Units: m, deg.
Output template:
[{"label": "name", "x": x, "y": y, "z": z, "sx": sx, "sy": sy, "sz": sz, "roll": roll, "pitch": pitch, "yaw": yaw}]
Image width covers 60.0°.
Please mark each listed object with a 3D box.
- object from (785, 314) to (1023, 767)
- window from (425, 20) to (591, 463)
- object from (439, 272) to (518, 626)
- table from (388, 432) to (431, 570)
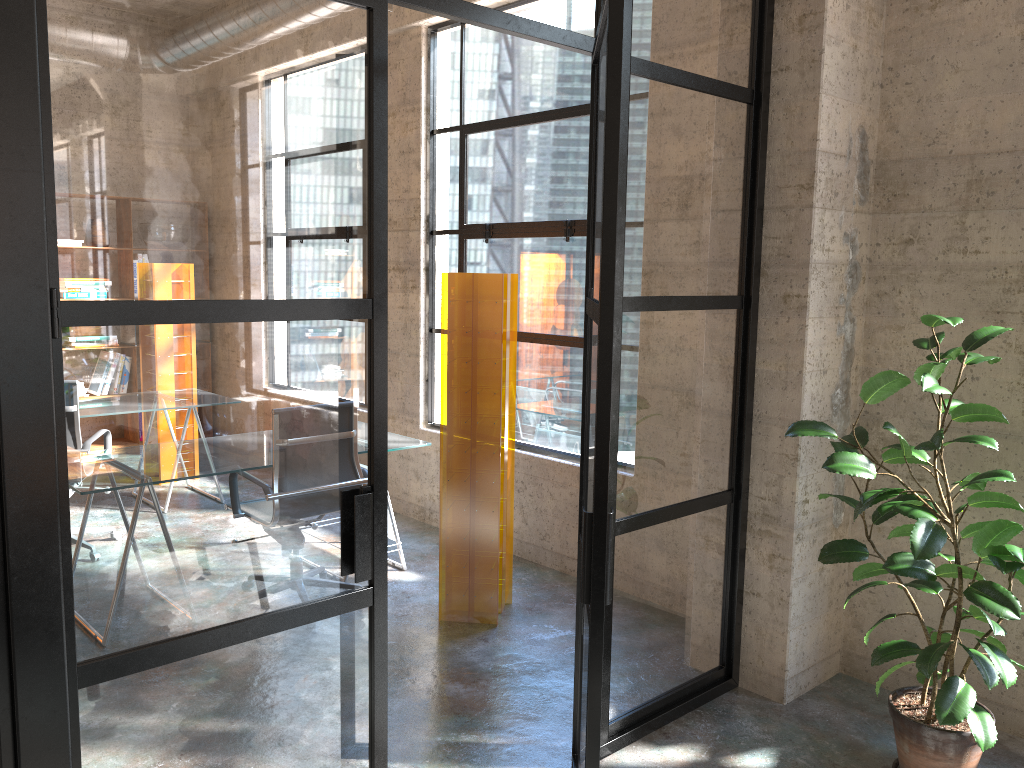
[{"label": "object", "x": 1.362, "y": 0.551, "z": 2.866, "sx": 0.886, "sy": 1.552, "sz": 0.514, "roll": 8, "pitch": 10, "yaw": 44}, {"label": "window", "x": 0.070, "y": -0.877, "z": 5.042, "sx": 0.081, "sy": 2.530, "sz": 1.780, "roll": -6, "pitch": 10, "yaw": -42}, {"label": "object", "x": -0.174, "y": 0.299, "z": 4.213, "sx": 0.342, "sy": 1.640, "sz": 0.304, "roll": 2, "pitch": 7, "yaw": 7}, {"label": "table", "x": -1.371, "y": 0.700, "z": 4.534, "sx": 1.800, "sy": 0.721, "sz": 0.800, "roll": -6, "pitch": 10, "yaw": -42}]
